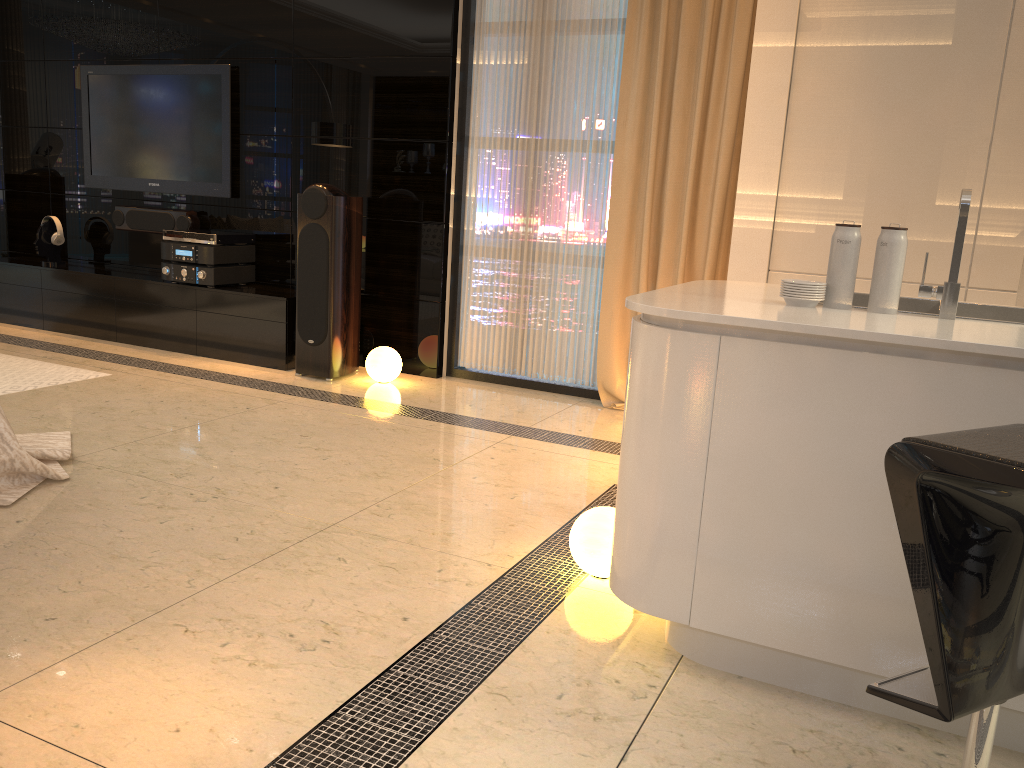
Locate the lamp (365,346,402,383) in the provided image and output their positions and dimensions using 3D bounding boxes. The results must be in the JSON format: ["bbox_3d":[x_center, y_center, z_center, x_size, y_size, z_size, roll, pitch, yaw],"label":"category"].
[{"bbox_3d":[-0.754,-0.115,5.217,0.213,0.214,0.212,0,12,-15],"label":"lamp"}]

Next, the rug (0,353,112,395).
[{"bbox_3d":[-3.598,0.060,4.048,1.661,0.020,2.900,9,13,24],"label":"rug"}]

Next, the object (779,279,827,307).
[{"bbox_3d":[0.738,-0.231,2.255,0.111,0.062,0.111,-8,16,-43],"label":"object"}]

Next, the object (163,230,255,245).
[{"bbox_3d":[-1.964,-0.950,5.752,0.441,0.070,0.371,9,13,24],"label":"object"}]

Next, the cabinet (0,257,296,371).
[{"bbox_3d":[-2.554,-0.529,6.096,2.842,0.444,0.416,9,13,24],"label":"cabinet"}]

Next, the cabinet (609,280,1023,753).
[{"bbox_3d":[2.101,0.423,1.856,3.752,0.887,1.046,9,13,24],"label":"cabinet"}]

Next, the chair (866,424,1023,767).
[{"bbox_3d":[0.800,0.473,1.474,0.380,0.789,0.380,-4,14,-32],"label":"chair"}]

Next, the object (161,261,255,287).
[{"bbox_3d":[-1.991,-0.720,5.776,0.446,0.130,0.419,9,13,24],"label":"object"}]

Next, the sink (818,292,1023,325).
[{"bbox_3d":[1.173,-0.134,2.421,0.738,0.152,0.485,9,13,24],"label":"sink"}]

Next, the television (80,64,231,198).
[{"bbox_3d":[-2.425,-1.730,6.037,1.358,0.839,0.055,9,13,24],"label":"television"}]

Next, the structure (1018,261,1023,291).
[{"bbox_3d":[2.356,-0.649,3.462,0.609,0.597,0.595,9,13,24],"label":"structure"}]

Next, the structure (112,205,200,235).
[{"bbox_3d":[-2.465,-1.127,6.128,0.745,0.179,0.107,9,13,24],"label":"structure"}]

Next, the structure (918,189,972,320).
[{"bbox_3d":[1.073,-0.325,2.199,0.089,0.310,0.177,9,13,24],"label":"structure"}]

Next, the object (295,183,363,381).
[{"bbox_3d":[-1.049,-0.616,5.291,0.285,1.127,0.468,9,13,24],"label":"object"}]

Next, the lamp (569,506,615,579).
[{"bbox_3d":[0.281,0.479,2.693,0.213,0.214,0.212,0,12,-15],"label":"lamp"}]

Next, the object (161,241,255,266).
[{"bbox_3d":[-1.981,-0.849,5.754,0.446,0.130,0.407,9,13,24],"label":"object"}]

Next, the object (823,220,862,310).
[{"bbox_3d":[0.833,-0.300,2.232,0.071,0.219,0.071,7,12,15],"label":"object"}]

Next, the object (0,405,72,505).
[{"bbox_3d":[-2.291,0.041,3.096,1.347,0.580,0.972,-3,13,-28],"label":"object"}]

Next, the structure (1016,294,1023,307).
[{"bbox_3d":[2.320,-0.054,3.587,0.609,0.597,0.595,9,13,24],"label":"structure"}]

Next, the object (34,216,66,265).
[{"bbox_3d":[-3.310,-1.035,6.382,0.197,0.343,0.197,1,12,-11],"label":"object"}]

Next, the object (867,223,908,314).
[{"bbox_3d":[0.929,-0.285,2.189,0.071,0.219,0.071,4,12,1],"label":"object"}]
